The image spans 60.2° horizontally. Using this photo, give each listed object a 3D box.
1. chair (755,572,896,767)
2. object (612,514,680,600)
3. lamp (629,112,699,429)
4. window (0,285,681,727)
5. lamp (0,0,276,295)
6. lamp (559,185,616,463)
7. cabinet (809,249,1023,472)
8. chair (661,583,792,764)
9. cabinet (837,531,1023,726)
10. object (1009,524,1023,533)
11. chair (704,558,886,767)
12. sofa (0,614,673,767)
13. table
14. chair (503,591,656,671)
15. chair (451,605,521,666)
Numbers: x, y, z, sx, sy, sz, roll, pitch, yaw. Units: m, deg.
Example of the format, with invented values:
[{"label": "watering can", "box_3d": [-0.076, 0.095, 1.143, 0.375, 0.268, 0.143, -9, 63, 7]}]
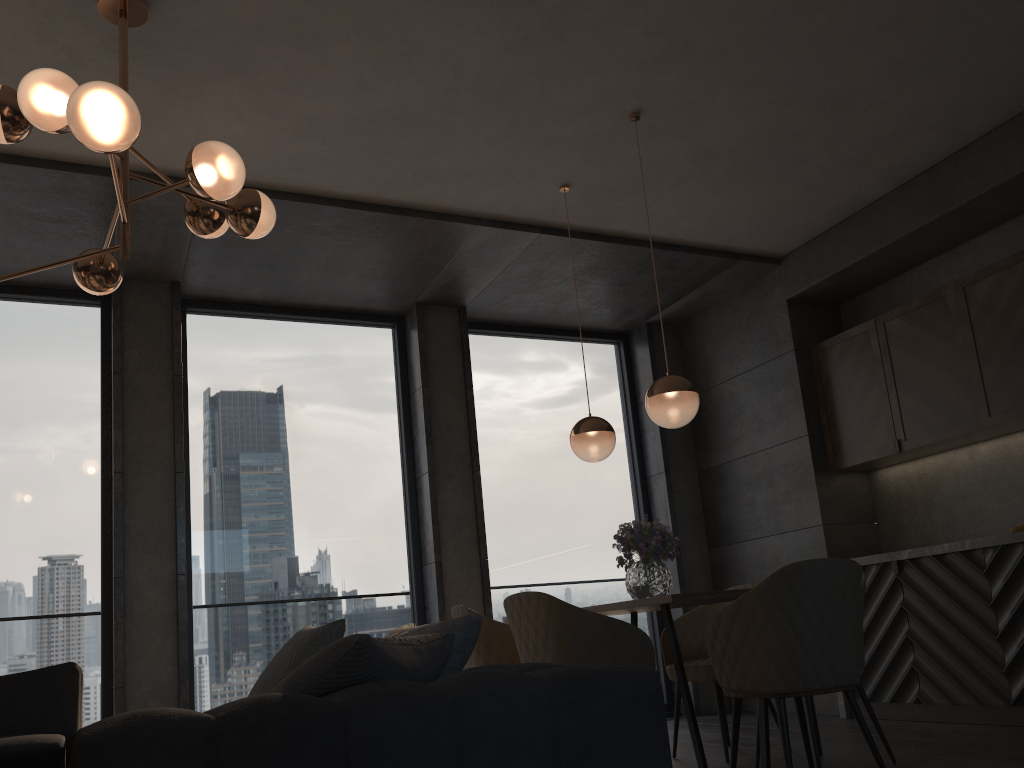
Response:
[{"label": "chair", "box_3d": [1.325, 1.255, 3.908, 0.510, 0.821, 0.565, 1, -14, -27]}, {"label": "object", "box_3d": [0.634, 0.811, 4.112, 0.301, 0.401, 0.331, -14, -16, 33]}, {"label": "lamp", "box_3d": [0.656, -0.544, 4.074, 0.242, 1.516, 0.240, -15, -15, 38]}, {"label": "window", "box_3d": [-2.198, 0.887, 5.317, 7.269, 2.946, 0.203, 2, -14, -26]}, {"label": "lamp", "box_3d": [-1.382, -0.853, 3.242, 1.482, 1.019, 1.022, -17, -18, 38]}, {"label": "lamp", "box_3d": [0.357, -0.338, 4.689, 0.239, 1.516, 0.243, -1, -12, -21]}, {"label": "cabinet", "box_3d": [2.938, -0.326, 4.514, 0.369, 0.848, 3.460, 1, -17, -26]}, {"label": "chair", "box_3d": [1.068, 1.448, 4.488, 0.511, 0.821, 0.565, 2, -15, -31]}, {"label": "cabinet", "box_3d": [2.972, 1.115, 4.171, 0.601, 0.931, 3.460, 1, -17, -26]}, {"label": "object", "box_3d": [2.731, 0.740, 4.556, 0.302, 0.053, 0.072, -10, -15, 14]}, {"label": "chair", "box_3d": [1.021, 1.073, 3.183, 0.555, 0.821, 0.520, 0, -14, -22]}, {"label": "sofa", "box_3d": [-1.354, 0.990, 2.039, 2.912, 0.769, 2.064, 3, -17, -26]}, {"label": "table", "box_3d": [0.656, 1.378, 3.995, 0.769, 0.754, 1.496, 1, -17, -26]}, {"label": "chair", "box_3d": [0.285, 1.224, 3.464, 0.511, 0.821, 0.565, 2, -15, -31]}, {"label": "chair", "box_3d": [0.021, 1.404, 4.000, 0.510, 0.821, 0.566, -2, -13, -17]}]
